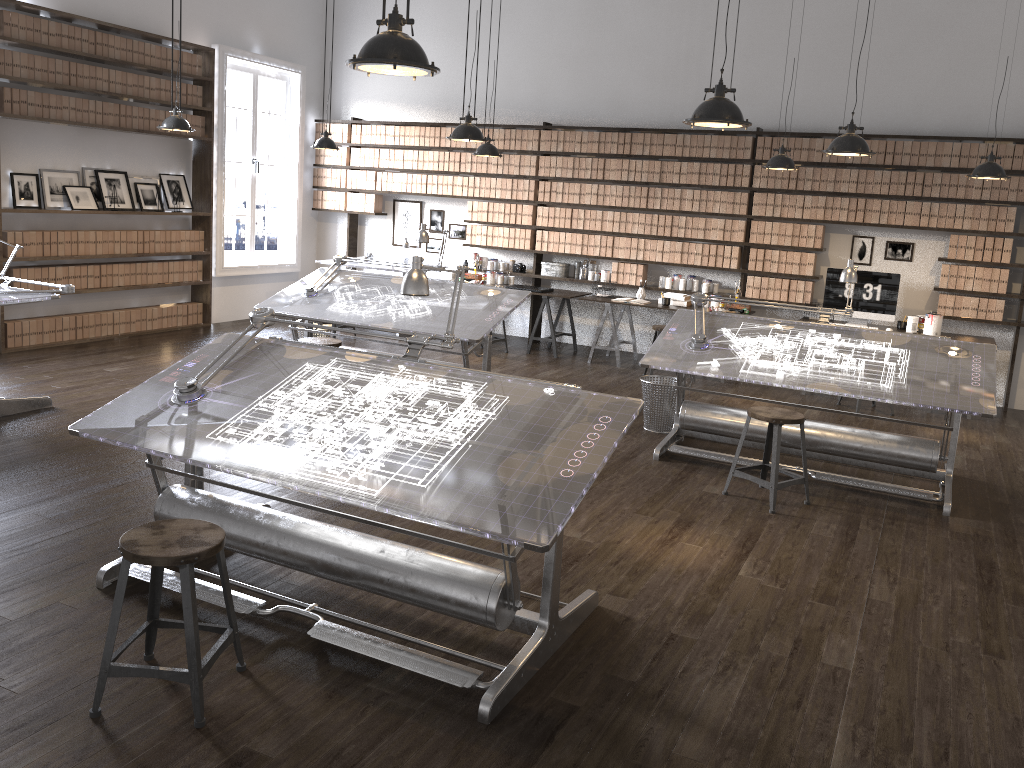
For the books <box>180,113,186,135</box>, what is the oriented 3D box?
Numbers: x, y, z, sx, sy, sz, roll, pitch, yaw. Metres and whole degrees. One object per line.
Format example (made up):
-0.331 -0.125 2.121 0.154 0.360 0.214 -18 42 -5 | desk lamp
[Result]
-3.533 -2.743 9.354 0.175 0.224 0.067 9 10 25 | books

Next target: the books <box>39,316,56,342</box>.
-4.353 -0.510 8.275 0.175 0.224 0.067 9 10 25 | books

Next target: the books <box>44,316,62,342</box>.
-4.322 -0.521 8.338 0.175 0.224 0.067 9 10 25 | books

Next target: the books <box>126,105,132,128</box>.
-3.839 -2.634 8.738 0.175 0.224 0.067 9 10 25 | books

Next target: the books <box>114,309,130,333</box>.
-3.982 -0.643 9.029 0.175 0.224 0.067 9 10 25 | books

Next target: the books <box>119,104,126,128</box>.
-3.867 -2.622 8.668 0.175 0.224 0.067 9 10 25 | books

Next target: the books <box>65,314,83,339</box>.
-4.222 -0.554 8.530 0.175 0.224 0.067 9 10 25 | books

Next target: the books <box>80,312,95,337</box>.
-4.164 -0.577 8.655 0.175 0.224 0.067 9 10 25 | books

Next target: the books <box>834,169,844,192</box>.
3.161 -1.957 8.542 0.067 0.224 0.175 8 11 25 | books

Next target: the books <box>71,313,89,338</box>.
-4.195 -0.567 8.598 0.175 0.224 0.067 9 10 25 | books

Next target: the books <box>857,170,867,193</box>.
3.346 -1.926 8.455 0.067 0.224 0.175 8 11 25 | books

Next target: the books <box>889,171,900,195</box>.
3.598 -1.883 8.329 0.067 0.224 0.175 8 11 25 | books

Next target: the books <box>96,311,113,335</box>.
-4.072 -0.610 8.841 0.175 0.224 0.067 9 10 25 | books

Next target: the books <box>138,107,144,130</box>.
-3.776 -2.657 8.864 0.175 0.224 0.067 9 10 25 | books

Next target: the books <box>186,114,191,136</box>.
-3.498 -2.754 9.417 0.175 0.224 0.067 9 10 25 | books

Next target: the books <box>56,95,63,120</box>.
-4.173 -2.513 8.052 0.175 0.224 0.067 9 10 25 | books

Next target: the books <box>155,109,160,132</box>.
-3.685 -2.689 9.047 0.175 0.224 0.067 9 10 25 | books

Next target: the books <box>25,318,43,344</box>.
-4.410 -0.488 8.155 0.175 0.224 0.067 9 10 25 | books

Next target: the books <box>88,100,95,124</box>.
-4.021 -2.567 8.359 0.175 0.224 0.067 9 10 25 | books

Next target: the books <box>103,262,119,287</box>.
-4.008 -1.091 8.824 0.175 0.224 0.067 9 10 25 | books

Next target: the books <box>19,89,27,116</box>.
-4.327 -2.458 7.743 0.175 0.224 0.067 9 10 25 | books

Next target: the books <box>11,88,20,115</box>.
-4.355 -2.446 7.674 0.175 0.224 0.067 9 10 25 | books

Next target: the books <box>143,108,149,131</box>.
-3.745 -2.668 8.927 0.175 0.224 0.067 9 10 25 | books

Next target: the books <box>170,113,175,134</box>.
-3.596 -2.721 9.230 0.175 0.224 0.067 9 10 25 | books

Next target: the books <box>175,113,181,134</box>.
-3.567 -2.733 9.293 0.175 0.224 0.067 9 10 25 | books

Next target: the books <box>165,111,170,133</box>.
-3.623 -2.710 9.166 0.175 0.224 0.067 9 10 25 | books

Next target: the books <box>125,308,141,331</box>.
-3.924 -0.665 9.151 0.175 0.224 0.067 9 10 25 | books

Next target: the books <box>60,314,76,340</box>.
-4.260 -0.543 8.465 0.175 0.224 0.067 9 10 25 | books

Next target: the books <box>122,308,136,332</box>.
-3.948 -0.653 9.086 0.175 0.224 0.067 9 10 25 | books

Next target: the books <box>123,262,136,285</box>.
-3.920 -1.125 9.016 0.175 0.224 0.067 9 10 25 | books

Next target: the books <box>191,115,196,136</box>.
-3.469 -2.764 9.476 0.175 0.224 0.067 9 10 25 | books

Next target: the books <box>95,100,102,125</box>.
-3.986 -2.578 8.422 0.175 0.224 0.067 9 10 25 | books

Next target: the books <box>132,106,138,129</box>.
-3.804 -2.645 8.799 0.175 0.224 0.067 9 10 25 | books

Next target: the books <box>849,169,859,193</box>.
3.281 -1.936 8.481 0.067 0.224 0.175 8 11 25 | books

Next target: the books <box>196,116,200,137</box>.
-3.445 -2.775 9.534 0.175 0.224 0.067 9 10 25 | books

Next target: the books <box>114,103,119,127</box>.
-3.904 -2.611 8.605 0.175 0.224 0.067 9 10 25 | books

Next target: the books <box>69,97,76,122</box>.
-4.111 -2.534 8.171 0.175 0.224 0.067 9 10 25 | books

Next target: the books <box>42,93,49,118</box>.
-4.233 -2.492 7.933 0.175 0.224 0.067 9 10 25 | books

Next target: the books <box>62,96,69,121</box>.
-4.144 -2.522 8.107 0.175 0.224 0.067 9 10 25 | books

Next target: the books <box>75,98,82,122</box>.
-4.084 -2.545 8.235 0.175 0.224 0.067 9 10 25 | books

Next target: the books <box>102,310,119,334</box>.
-4.038 -0.621 8.906 0.175 0.224 0.067 9 10 25 | books

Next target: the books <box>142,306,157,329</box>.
-3.827 -0.698 9.339 0.175 0.224 0.067 9 10 25 | books

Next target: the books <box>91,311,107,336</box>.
-4.101 -0.598 8.775 0.175 0.224 0.067 9 10 25 | books

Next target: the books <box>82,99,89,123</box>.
-4.055 -2.557 8.299 0.175 0.224 0.067 9 10 25 | books

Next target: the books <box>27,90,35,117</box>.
-4.292 -2.469 7.804 0.175 0.224 0.067 9 10 25 | books

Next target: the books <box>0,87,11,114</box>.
-4.392 -2.435 7.610 0.175 0.224 0.067 9 10 25 | books

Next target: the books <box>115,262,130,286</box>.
-3.952 -1.114 8.954 0.175 0.224 0.067 9 10 25 | books

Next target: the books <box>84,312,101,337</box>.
-4.132 -0.586 8.710 0.175 0.224 0.067 9 10 25 | books

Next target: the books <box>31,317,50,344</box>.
-4.377 -0.498 8.212 0.175 0.224 0.067 9 10 25 | books

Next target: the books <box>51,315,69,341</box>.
-4.287 -0.531 8.400 0.175 0.224 0.067 9 10 25 | books

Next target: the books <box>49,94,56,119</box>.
-4.198 -2.501 7.990 0.175 0.224 0.067 9 10 25 | books

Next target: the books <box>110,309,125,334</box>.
-4.008 -0.633 8.972 0.175 0.224 0.067 9 10 25 | books

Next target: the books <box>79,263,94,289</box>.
-4.135 -1.046 8.570 0.175 0.224 0.067 9 10 25 | books

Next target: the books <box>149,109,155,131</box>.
-3.710 -2.677 8.985 0.175 0.224 0.067 9 10 25 | books

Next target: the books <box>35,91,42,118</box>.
-4.264 -2.481 7.869 0.175 0.224 0.067 9 10 25 | books

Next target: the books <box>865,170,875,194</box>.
3.409 -1.916 8.427 0.067 0.224 0.175 8 11 25 | books

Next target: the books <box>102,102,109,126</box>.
-3.954 -2.589 8.487 0.175 0.224 0.067 9 10 25 | books

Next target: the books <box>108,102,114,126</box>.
-3.931 -2.600 8.545 0.175 0.224 0.067 9 10 25 | books
